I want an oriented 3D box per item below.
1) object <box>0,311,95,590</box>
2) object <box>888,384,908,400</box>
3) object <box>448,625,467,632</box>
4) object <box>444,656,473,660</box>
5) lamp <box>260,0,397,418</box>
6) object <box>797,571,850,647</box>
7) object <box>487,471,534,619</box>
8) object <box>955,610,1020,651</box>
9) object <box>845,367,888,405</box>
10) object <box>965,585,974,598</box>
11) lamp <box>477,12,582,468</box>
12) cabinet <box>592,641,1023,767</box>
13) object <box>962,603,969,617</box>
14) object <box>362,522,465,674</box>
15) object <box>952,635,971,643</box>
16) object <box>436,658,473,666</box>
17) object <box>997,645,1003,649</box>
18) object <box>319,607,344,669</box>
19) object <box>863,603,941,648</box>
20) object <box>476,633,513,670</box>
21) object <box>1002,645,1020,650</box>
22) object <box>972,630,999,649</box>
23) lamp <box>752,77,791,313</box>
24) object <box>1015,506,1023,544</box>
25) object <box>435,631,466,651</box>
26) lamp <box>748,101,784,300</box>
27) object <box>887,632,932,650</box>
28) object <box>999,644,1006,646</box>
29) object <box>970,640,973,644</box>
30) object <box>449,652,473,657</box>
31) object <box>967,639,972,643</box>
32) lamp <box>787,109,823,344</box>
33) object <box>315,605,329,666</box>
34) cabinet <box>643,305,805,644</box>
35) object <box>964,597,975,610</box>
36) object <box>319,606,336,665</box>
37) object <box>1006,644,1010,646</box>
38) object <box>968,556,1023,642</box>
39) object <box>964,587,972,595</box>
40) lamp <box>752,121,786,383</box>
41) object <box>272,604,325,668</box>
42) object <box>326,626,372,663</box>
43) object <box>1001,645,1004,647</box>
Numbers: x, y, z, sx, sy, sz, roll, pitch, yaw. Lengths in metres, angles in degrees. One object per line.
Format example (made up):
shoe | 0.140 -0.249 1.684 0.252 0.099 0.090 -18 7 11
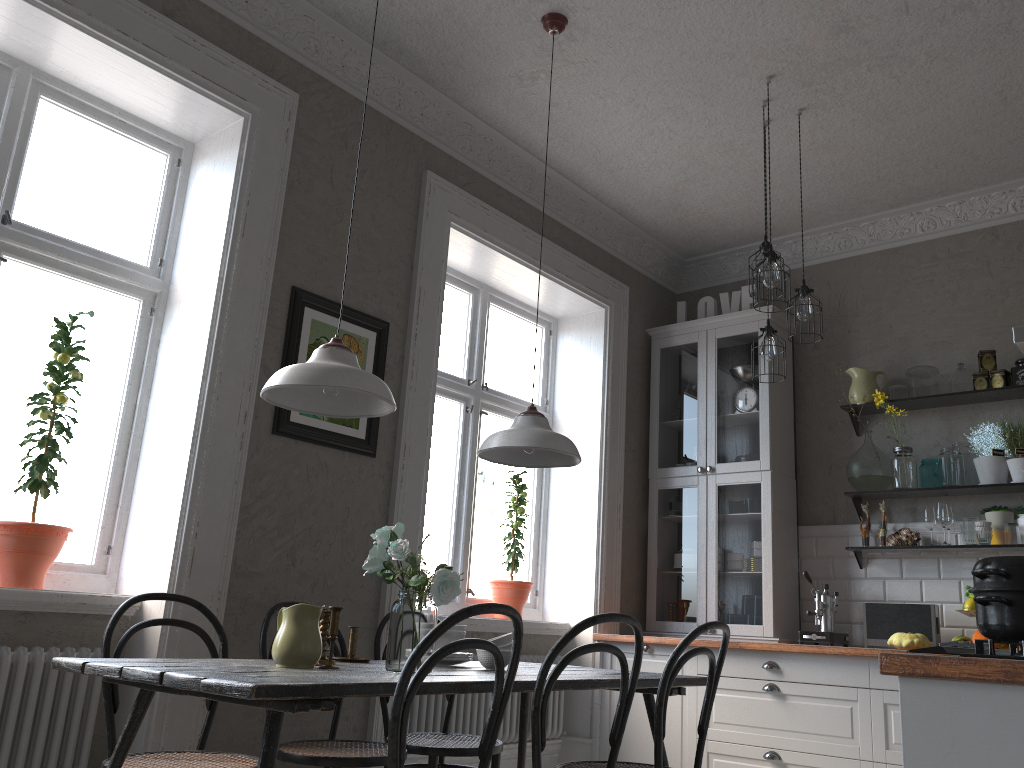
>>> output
object | -1.598 0.195 3.039 0.272 0.992 0.268 6 -16 -10
object | 2.144 0.066 4.911 0.101 0.111 0.105 -9 -20 38
object | -0.248 0.868 3.019 0.176 0.094 0.183 -6 -18 30
object | -0.251 0.930 3.002 0.236 0.027 0.238 1 -16 8
lamp | -0.463 -0.835 2.773 0.383 1.860 0.376 7 -16 -12
object | 1.613 1.182 4.650 0.201 0.370 0.360 -9 -20 39
object | 0.006 0.877 4.880 0.264 0.813 0.256 10 -17 -21
object | 2.257 1.067 4.205 0.346 0.426 0.357 -4 -17 24
object | 1.989 0.021 4.979 0.176 0.216 0.187 14 -19 -34
object | 2.254 1.005 4.192 0.068 0.101 0.206 17 -21 -41
lamp | 0.119 -0.621 3.442 0.387 1.860 0.371 17 -20 -40
cabinet | 1.531 1.357 2.993 1.993 0.855 4.182 4 -15 -3
object | 2.212 1.079 4.247 0.094 0.078 0.103 -5 -17 26
object | -0.278 0.600 2.506 0.305 0.414 0.256 -9 -19 37
object | 2.175 1.241 4.245 0.154 0.072 0.075 9 -16 -20
object | -0.252 0.939 3.000 0.242 0.027 0.233 12 -18 -31
object | 2.236 1.223 4.100 0.070 0.065 0.070 12 -17 -28
object | -0.504 0.714 2.494 0.060 0.167 0.058 15 -19 -35
object | 1.960 1.222 4.459 0.344 0.226 0.090 -9 -20 38
object | -0.057 0.877 2.912 0.130 0.119 0.122 13 -18 -33
object | 2.285 1.207 4.055 0.068 0.051 0.090 4 -15 -2
object | 2.176 1.169 4.068 0.112 0.111 0.112 1 -16 7
lamp | 1.138 -1.155 3.926 0.147 1.736 0.146 4 -15 -3
object | 2.574 0.702 4.384 0.149 0.214 0.171 9 -16 -19
object | -0.249 0.887 3.014 0.176 0.094 0.183 -6 -18 30
lamp | 1.177 -1.231 4.138 0.144 1.736 0.149 -4 -17 26
object | 1.897 1.229 4.230 0.193 0.083 0.193 -10 -20 39
object | 2.256 1.171 4.103 0.089 0.078 0.087 10 -17 -22
object | 2.202 1.241 4.193 0.068 0.076 0.232 -3 -17 22
object | -0.251 0.922 3.004 0.241 0.027 0.233 11 -17 -26
object | 2.181 1.231 4.193 0.089 0.057 0.084 8 -16 -17
lamp | 1.348 -1.033 4.140 0.144 1.736 0.149 -4 -17 26
object | -0.574 0.736 2.596 0.063 0.172 0.061 12 -17 -27
cabinet | 1.254 0.565 5.313 0.861 1.922 0.395 -9 -20 39
object | 2.176 1.044 4.186 0.080 0.069 0.058 12 -18 -29
object | -0.573 0.761 2.687 0.094 0.172 0.097 -2 -17 21
object | 2.353 1.229 4.159 0.054 0.044 0.215 6 -16 -10
object | 0.940 0.395 1.620 0.188 0.147 0.195 -2 -16 19
object | 2.208 0.994 4.241 0.072 0.058 0.051 -1 -16 16
lamp | 1.208 -0.857 4.207 0.146 1.736 0.147 2 -16 7
object | -0.600 0.699 2.466 0.149 0.170 0.136 3 -15 1
object | -0.530 0.866 2.948 0.137 0.112 0.141 -3 -17 22
object | 2.295 1.255 4.227 0.061 0.048 0.241 0 -16 13
